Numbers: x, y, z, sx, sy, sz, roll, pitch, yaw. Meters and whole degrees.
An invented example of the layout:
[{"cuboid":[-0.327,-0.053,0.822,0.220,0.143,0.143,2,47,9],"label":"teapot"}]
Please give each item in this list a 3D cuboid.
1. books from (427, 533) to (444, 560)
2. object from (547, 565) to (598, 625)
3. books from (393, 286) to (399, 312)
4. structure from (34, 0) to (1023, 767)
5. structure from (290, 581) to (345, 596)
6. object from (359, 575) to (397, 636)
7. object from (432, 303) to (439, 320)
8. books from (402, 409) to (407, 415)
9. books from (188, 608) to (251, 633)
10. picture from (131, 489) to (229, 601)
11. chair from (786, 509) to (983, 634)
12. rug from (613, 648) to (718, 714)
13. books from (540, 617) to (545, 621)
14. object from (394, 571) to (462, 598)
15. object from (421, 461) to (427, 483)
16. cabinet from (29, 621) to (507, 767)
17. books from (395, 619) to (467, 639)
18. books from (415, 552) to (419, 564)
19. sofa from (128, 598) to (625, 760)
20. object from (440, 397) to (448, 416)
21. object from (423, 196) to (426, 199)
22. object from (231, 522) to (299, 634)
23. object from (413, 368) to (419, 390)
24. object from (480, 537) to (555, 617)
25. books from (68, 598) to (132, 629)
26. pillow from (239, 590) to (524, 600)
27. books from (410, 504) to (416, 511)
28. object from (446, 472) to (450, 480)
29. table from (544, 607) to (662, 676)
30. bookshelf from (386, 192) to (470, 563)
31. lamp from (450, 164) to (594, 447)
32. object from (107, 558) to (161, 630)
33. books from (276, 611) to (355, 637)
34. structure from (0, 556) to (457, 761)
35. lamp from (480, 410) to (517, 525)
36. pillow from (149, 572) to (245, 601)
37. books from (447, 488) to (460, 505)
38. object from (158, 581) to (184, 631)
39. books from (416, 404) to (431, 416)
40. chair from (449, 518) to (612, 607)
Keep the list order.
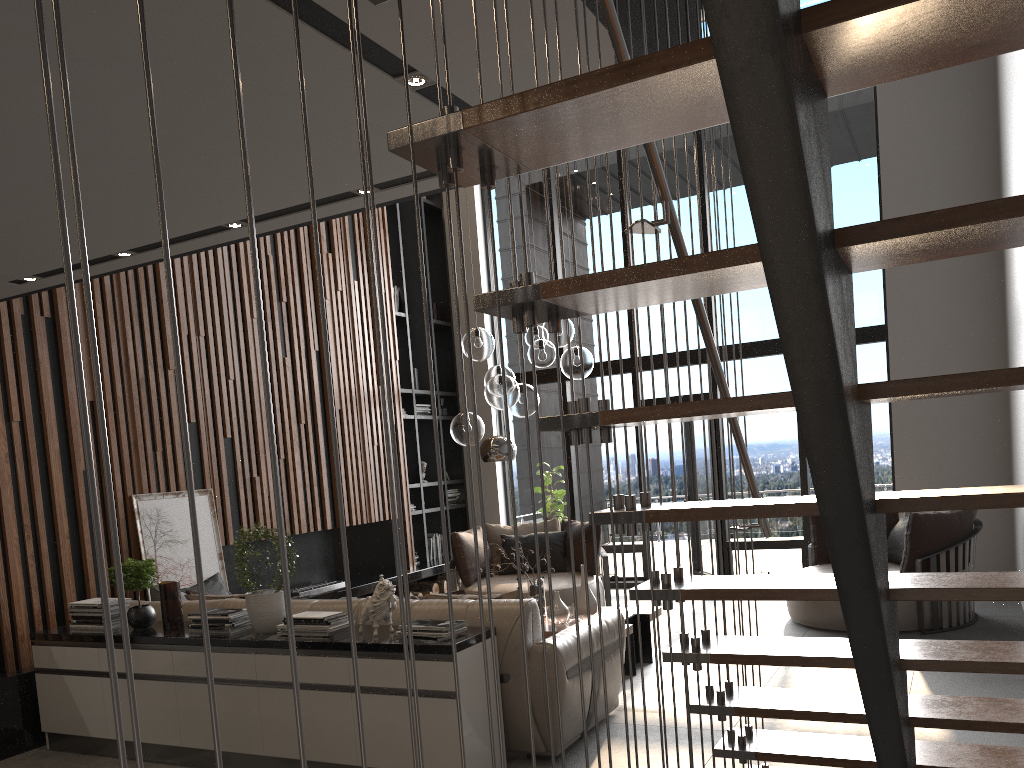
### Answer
[{"cuboid":[-0.932,1.858,10.011,0.175,0.289,0.330,-4,-1,27],"label":"books"},{"cuboid":[0.419,1.423,5.925,0.317,0.400,0.317,-5,1,-44],"label":"object"},{"cuboid":[-1.371,-0.903,9.349,0.186,0.301,0.365,-4,-1,27],"label":"books"},{"cuboid":[0.411,-1.406,1.363,1.182,6.092,3.563,-3,2,27],"label":"structure"},{"cuboid":[-1.833,1.894,8.056,0.301,0.103,0.707,-7,-5,27],"label":"structure"},{"cuboid":[-0.650,1.059,4.203,0.134,0.292,0.208,-7,2,-44],"label":"object"},{"cuboid":[-0.918,-0.824,10.259,0.102,0.231,0.100,-4,3,12],"label":"object"},{"cuboid":[-1.305,0.312,9.425,0.329,0.072,0.174,-7,-5,26],"label":"books"},{"cuboid":[-1.558,1.263,4.659,0.327,0.099,0.203,-7,-4,27],"label":"books"},{"cuboid":[-2.381,1.276,6.361,0.102,1.005,0.723,-2,2,27],"label":"picture"},{"cuboid":[2.969,1.430,7.045,1.453,0.904,1.471,-7,-4,44],"label":"chair"},{"cuboid":[0.222,2.005,6.116,2.310,0.020,1.600,-7,-6,27],"label":"rug"},{"cuboid":[0.049,1.642,6.033,0.343,0.040,0.231,-5,-5,5],"label":"books"},{"cuboid":[-1.256,2.194,8.636,0.438,0.392,4.017,-5,-5,28],"label":"object"},{"cuboid":[-1.032,0.998,9.890,0.137,0.246,0.136,-5,2,-22],"label":"object"},{"cuboid":[-3.162,0.279,2.159,3.637,3.259,6.168,-5,-3,27],"label":"cabinet"},{"cuboid":[-0.369,1.137,4.063,0.295,0.054,0.182,-7,-5,31],"label":"books"},{"cuboid":[-1.189,1.909,9.523,0.220,0.128,0.336,-6,-4,26],"label":"books"},{"cuboid":[-0.800,1.630,5.593,3.261,0.823,1.866,-7,-4,27],"label":"sofa"},{"cuboid":[-0.825,0.272,10.260,0.059,0.235,0.187,-2,1,30],"label":"object"},{"cuboid":[-1.073,-2.198,10.110,0.084,0.262,0.133,-2,3,37],"label":"object"},{"cuboid":[-1.268,0.990,4.498,0.385,0.580,0.214,-4,3,8],"label":"object"},{"cuboid":[-1.113,-0.039,9.823,0.105,0.261,0.103,-4,3,7],"label":"object"},{"cuboid":[0.031,1.386,6.281,0.542,0.607,0.315,-4,2,-2],"label":"object"},{"cuboid":[-2.421,1.351,5.157,0.334,0.151,0.198,-6,-3,28],"label":"books"},{"cuboid":[-0.698,1.384,4.980,1.951,0.502,0.539,-7,-2,26],"label":"pillow"},{"cuboid":[-1.210,1.347,9.474,0.220,0.078,0.321,-7,-5,26],"label":"books"},{"cuboid":[-0.850,1.007,10.334,0.131,0.283,0.250,-4,0,19],"label":"object"},{"cuboid":[0.238,1.842,6.231,1.460,0.357,0.892,-7,-5,27],"label":"table"},{"cuboid":[-1.171,-0.666,9.770,0.339,5.354,1.441,-2,4,27],"label":"bookshelf"},{"cuboid":[-0.095,-2.092,5.972,1.235,5.033,1.216,-3,4,24],"label":"lamp"},{"cuboid":[-2.119,1.178,4.937,0.271,0.411,0.309,-5,1,-13],"label":"object"},{"cuboid":[-0.978,1.195,4.356,0.350,0.100,0.193,-7,-4,27],"label":"books"},{"cuboid":[-1.954,2.093,7.656,0.670,0.460,6.498,-6,-5,27],"label":"structure"},{"cuboid":[-0.033,1.071,8.381,0.320,2.347,2.025,-4,0,3],"label":"lamp"},{"cuboid":[-1.882,1.550,5.709,0.756,0.550,1.392,-3,-4,-33],"label":"pillow"},{"cuboid":[-0.797,1.338,10.332,0.219,0.191,0.371,-5,-3,27],"label":"books"},{"cuboid":[-1.879,1.220,4.827,0.109,0.270,0.108,-3,3,33],"label":"object"},{"cuboid":[-1.078,0.305,9.851,0.220,0.129,0.321,-6,-4,26],"label":"books"},{"cuboid":[0.153,1.757,8.192,1.434,0.904,1.490,-3,-3,-36],"label":"chair"}]
